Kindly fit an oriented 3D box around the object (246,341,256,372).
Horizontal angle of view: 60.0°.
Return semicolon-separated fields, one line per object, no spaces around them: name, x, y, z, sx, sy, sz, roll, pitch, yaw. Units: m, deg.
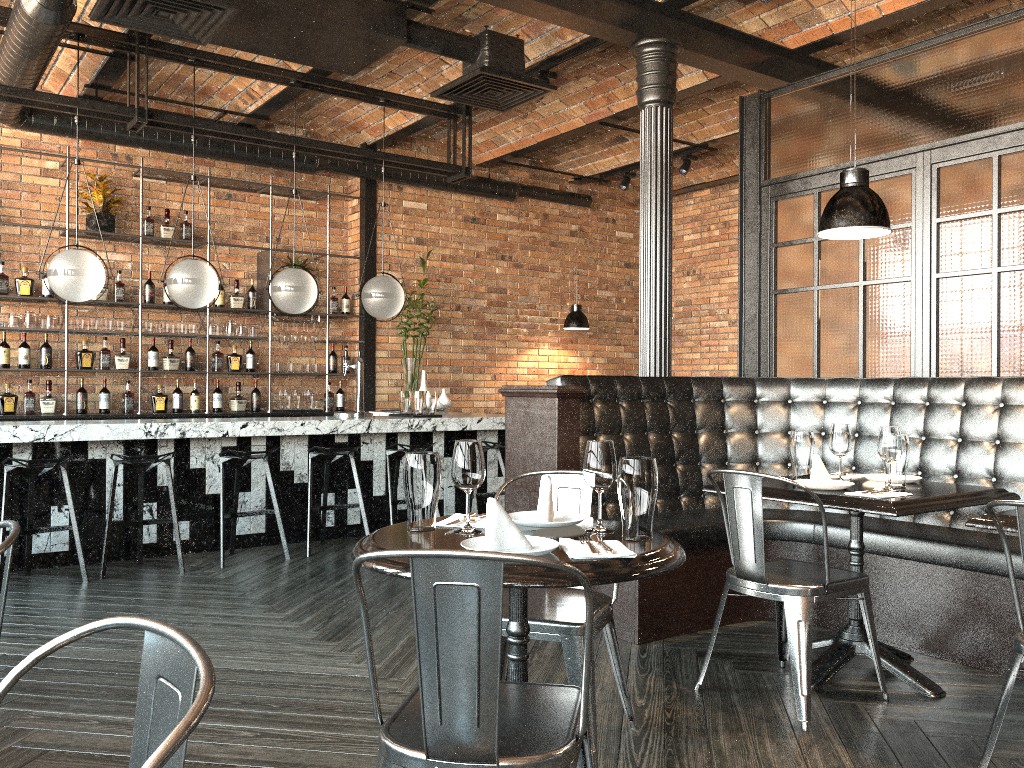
object;-2.421;-0.253;8.215;0.086;0.298;0.086;0;0;13

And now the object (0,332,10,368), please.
object;-4.039;-0.267;7.053;0.086;0.299;0.086;0;0;13

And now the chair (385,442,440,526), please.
chair;-0.787;0.794;6.555;0.475;0.737;0.414;1;0;-40

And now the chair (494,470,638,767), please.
chair;0.111;0.727;2.848;0.504;0.857;0.558;0;0;20

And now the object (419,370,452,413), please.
object;-0.738;0.073;8.270;0.316;0.397;0.319;0;0;14

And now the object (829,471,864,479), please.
object;1.462;0.401;3.924;0.255;0.019;0.157;1;0;-40

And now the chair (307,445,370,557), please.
chair;-1.263;0.790;6.217;0.475;0.737;0.414;0;0;-30

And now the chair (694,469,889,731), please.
chair;1.029;0.734;3.300;0.558;0.857;0.504;0;0;-35

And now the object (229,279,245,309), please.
object;-2.518;-0.816;8.112;0.123;0.279;0.123;0;0;-27

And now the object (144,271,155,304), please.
object;-3.143;-0.832;7.687;0.086;0.299;0.086;0;0;13

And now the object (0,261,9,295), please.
object;-4.049;-0.831;7.038;0.083;0.282;0.083;0;0;40

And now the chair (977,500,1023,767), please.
chair;1.608;0.735;2.385;0.558;0.857;0.504;0;0;-25

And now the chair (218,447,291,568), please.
chair;-1.767;0.785;5.857;0.475;0.737;0.414;1;0;-40

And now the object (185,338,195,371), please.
object;-2.863;-0.259;7.888;0.086;0.299;0.086;0;0;13

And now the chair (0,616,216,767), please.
chair;-0.606;0.716;0.872;0.558;0.857;0.504;1;0;-40

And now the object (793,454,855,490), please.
object;1.225;0.344;3.492;0.232;0.139;0.232;0;0;13

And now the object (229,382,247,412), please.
object;-2.505;0.119;8.121;0.123;0.279;0.123;0;0;43

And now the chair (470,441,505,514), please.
chair;-0.215;0.799;6.963;0.414;0.737;0.475;0;0;45

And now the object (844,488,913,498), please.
object;1.365;0.399;3.276;0.255;0.019;0.157;0;0;-35

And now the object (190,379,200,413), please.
object;-2.827;0.107;7.909;0.080;0.299;0.080;0;0;-33

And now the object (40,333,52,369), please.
object;-3.795;-0.266;7.223;0.086;0.297;0.086;0;0;13

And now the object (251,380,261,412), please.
object;-2.377;0.109;8.234;0.086;0.299;0.086;0;0;13

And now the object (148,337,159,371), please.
object;-3.118;-0.260;7.711;0.086;0.298;0.086;0;0;13

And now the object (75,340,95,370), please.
object;-3.558;-0.238;7.387;0.094;0.248;0.151;0;0;44

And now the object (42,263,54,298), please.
object;-3.786;-0.836;7.242;0.086;0.298;0.086;0;0;13

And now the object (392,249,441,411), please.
object;-0.931;-0.505;8.580;0.584;1.546;0.673;0;0;3

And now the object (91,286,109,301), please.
object;-3.465;-0.824;7.437;0.123;0.279;0.123;0;0;43

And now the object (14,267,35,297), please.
object;-3.918;-0.812;7.130;0.151;0.248;0.094;0;0;-32

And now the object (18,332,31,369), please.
object;-3.935;-0.268;7.158;0.086;0.298;0.086;0;0;13

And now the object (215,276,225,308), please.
object;-2.649;-0.826;8.042;0.086;0.299;0.086;0;0;13

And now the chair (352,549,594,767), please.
chair;-0.058;0.723;1.839;0.504;0.857;0.558;0;0;10

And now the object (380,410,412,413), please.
object;-0.963;0.262;8.593;0.622;0.014;0.622;0;0;27

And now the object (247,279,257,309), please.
object;-2.405;-0.825;8.213;0.086;0.297;0.086;0;0;13

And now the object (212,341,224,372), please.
object;-2.663;-0.248;8.025;0.083;0.282;0.083;0;0;40

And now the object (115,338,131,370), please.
object;-3.312;-0.252;7.547;0.123;0.279;0.123;0;0;-22

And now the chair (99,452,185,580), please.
chair;-2.289;0.781;5.486;0.475;0.737;0.414;0;0;-25

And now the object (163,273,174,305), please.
object;-3.025;-0.831;7.806;0.086;0.298;0.086;0;0;13

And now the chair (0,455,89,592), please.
chair;-2.762;0.777;5.149;0.475;0.737;0.414;1;0;-40

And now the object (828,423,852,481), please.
object;1.357;0.287;3.664;0.092;0.244;0.092;0;0;-19

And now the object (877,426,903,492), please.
object;1.448;0.286;3.398;0.092;0.244;0.092;0;0;38

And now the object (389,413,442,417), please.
object;-0.792;0.256;7.262;0.273;0.019;0.437;0;0;-35

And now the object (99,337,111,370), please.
object;-3.433;-0.255;7.477;0.083;0.282;0.083;0;0;-35

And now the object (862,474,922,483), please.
object;1.604;0.347;3.745;0.232;0.139;0.232;0;0;13

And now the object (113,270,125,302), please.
object;-3.341;-0.825;7.542;0.083;0.282;0.083;0;0;-35

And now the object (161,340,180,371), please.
object;-2.991;-0.249;7.775;0.123;0.279;0.123;0;0;43

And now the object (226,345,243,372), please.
object;-2.538;-0.229;8.114;0.151;0.248;0.094;0;0;-26

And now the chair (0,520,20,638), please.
chair;-1.258;0.715;1.688;0.558;0.857;0.504;0;0;-30
